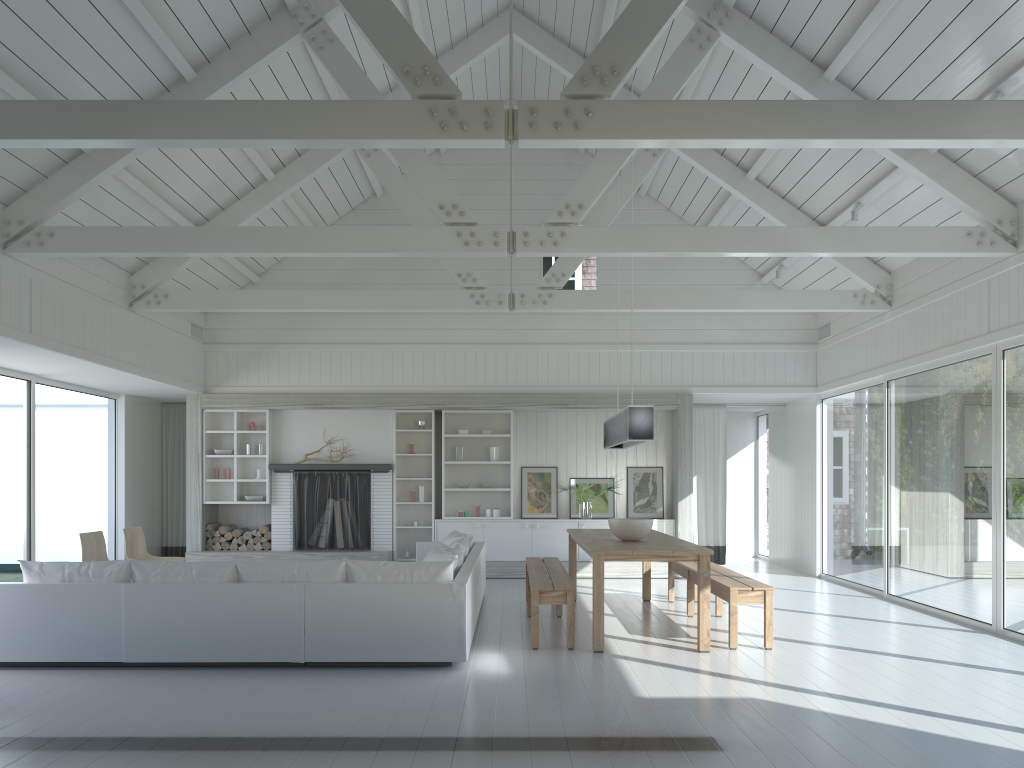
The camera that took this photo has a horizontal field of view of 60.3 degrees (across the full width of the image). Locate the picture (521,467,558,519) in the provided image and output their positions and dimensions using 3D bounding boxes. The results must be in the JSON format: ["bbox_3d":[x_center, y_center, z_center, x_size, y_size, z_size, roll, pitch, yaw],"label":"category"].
[{"bbox_3d":[0.370,1.470,11.912,0.495,0.703,0.065,0,0,0],"label":"picture"}]

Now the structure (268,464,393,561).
[{"bbox_3d":[-2.379,1.732,11.935,1.616,1.286,0.861,0,-2,0],"label":"structure"}]

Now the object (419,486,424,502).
[{"bbox_3d":[-1.211,1.475,11.813,0.072,0.211,0.071,0,-1,-1],"label":"object"}]

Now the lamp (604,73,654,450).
[{"bbox_3d":[1.023,-1.563,7.932,0.200,4.241,1.909,0,-1,0],"label":"lamp"}]

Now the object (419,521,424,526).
[{"bbox_3d":[-1.215,1.871,11.816,0.058,0.061,0.057,0,-3,-1],"label":"object"}]

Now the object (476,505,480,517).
[{"bbox_3d":[-0.457,1.678,11.815,0.054,0.196,0.054,0,0,-1],"label":"object"}]

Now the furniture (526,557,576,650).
[{"bbox_3d":[0.314,1.919,7.979,0.340,0.470,2.691,0,-6,0],"label":"furniture"}]

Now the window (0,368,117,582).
[{"bbox_3d":[-5.195,0.873,7.312,0.080,2.415,8.749,0,-6,0],"label":"window"}]

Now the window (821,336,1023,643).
[{"bbox_3d":[4.061,0.752,6.207,0.080,2.414,10.972,0,-6,0],"label":"window"}]

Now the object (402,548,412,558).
[{"bbox_3d":[-1.405,2.262,11.812,0.137,0.130,0.137,-3,-4,42],"label":"object"}]

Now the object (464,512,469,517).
[{"bbox_3d":[-0.614,1.746,11.826,0.058,0.061,0.057,1,-3,-22],"label":"object"}]

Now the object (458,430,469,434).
[{"bbox_3d":[-0.650,0.651,11.809,0.141,0.066,0.142,0,-5,0],"label":"object"}]

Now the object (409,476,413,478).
[{"bbox_3d":[-1.355,1.247,11.798,0.054,0.025,0.054,0,-5,0],"label":"object"}]

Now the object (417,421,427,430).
[{"bbox_3d":[-1.204,0.556,11.786,0.161,0.124,0.162,-3,-5,32],"label":"object"}]

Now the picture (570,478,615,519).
[{"bbox_3d":[1.084,1.546,11.923,0.609,0.553,0.053,0,0,0],"label":"picture"}]

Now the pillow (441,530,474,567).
[{"bbox_3d":[-0.589,1.764,8.903,0.462,0.476,2.065,0,-6,-8],"label":"pillow"}]

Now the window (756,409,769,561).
[{"bbox_3d":[4.089,1.638,14.248,0.038,2.427,0.947,0,-1,0],"label":"window"}]

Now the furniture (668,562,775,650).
[{"bbox_3d":[1.813,1.919,7.979,0.340,0.470,2.691,0,-6,0],"label":"furniture"}]

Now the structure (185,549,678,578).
[{"bbox_3d":[-1.011,2.436,12.232,6.348,0.346,1.889,0,-6,0],"label":"structure"}]

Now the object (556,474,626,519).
[{"bbox_3d":[1.040,1.473,11.626,0.971,0.629,0.624,0,-3,-2],"label":"object"}]

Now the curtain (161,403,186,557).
[{"bbox_3d":[-4.789,1.453,12.805,0.630,2.369,0.116,0,0,-1],"label":"curtain"}]

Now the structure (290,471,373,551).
[{"bbox_3d":[-2.378,1.670,11.579,1.097,1.063,0.116,0,0,0],"label":"structure"}]

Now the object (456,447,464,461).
[{"bbox_3d":[-0.700,0.941,11.809,0.102,0.196,0.103,0,-1,0],"label":"object"}]

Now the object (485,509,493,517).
[{"bbox_3d":[-0.301,1.733,11.853,0.091,0.095,0.090,-2,-4,34],"label":"object"}]

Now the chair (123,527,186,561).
[{"bbox_3d":[-3.731,1.873,9.092,0.555,0.780,0.596,0,-2,0],"label":"chair"}]

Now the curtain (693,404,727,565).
[{"bbox_3d":[2.663,1.469,12.945,1.006,2.369,0.116,0,0,0],"label":"curtain"}]

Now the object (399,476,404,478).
[{"bbox_3d":[-1.473,1.241,11.744,0.054,0.025,0.054,0,-5,0],"label":"object"}]

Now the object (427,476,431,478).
[{"bbox_3d":[-1.118,1.259,11.907,0.054,0.025,0.054,0,-5,0],"label":"object"}]

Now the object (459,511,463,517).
[{"bbox_3d":[-0.684,1.738,11.799,0.054,0.071,0.054,1,-3,-21],"label":"object"}]

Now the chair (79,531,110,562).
[{"bbox_3d":[-3.787,1.787,8.311,0.555,0.780,0.596,0,-2,0],"label":"chair"}]

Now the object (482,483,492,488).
[{"bbox_3d":[-0.341,1.380,11.951,0.141,0.066,0.142,0,-5,0],"label":"object"}]

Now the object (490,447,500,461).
[{"bbox_3d":[-0.231,0.941,11.809,0.103,0.196,0.103,-1,-2,45],"label":"object"}]

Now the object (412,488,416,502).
[{"bbox_3d":[-1.318,1.483,11.816,0.054,0.196,0.054,0,0,-1],"label":"object"}]

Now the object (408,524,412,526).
[{"bbox_3d":[-1.366,1.890,11.818,0.054,0.025,0.054,0,-5,0],"label":"object"}]

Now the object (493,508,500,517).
[{"bbox_3d":[-0.207,1.717,11.785,0.085,0.111,0.085,-2,-3,35],"label":"object"}]

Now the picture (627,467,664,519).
[{"bbox_3d":[1.801,1.470,11.912,0.495,0.703,0.065,0,0,0],"label":"picture"}]

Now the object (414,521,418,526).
[{"bbox_3d":[-1.289,1.866,11.818,0.054,0.071,0.054,0,-2,-1],"label":"object"}]

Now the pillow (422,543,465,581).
[{"bbox_3d":[-0.628,1.580,7.239,0.466,0.477,1.323,0,-6,-9],"label":"pillow"}]

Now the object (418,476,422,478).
[{"bbox_3d":[-1.236,1.253,11.853,0.054,0.025,0.054,0,-5,0],"label":"object"}]

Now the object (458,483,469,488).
[{"bbox_3d":[-0.650,1.365,11.809,0.141,0.066,0.142,0,-5,0],"label":"object"}]

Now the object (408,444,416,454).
[{"bbox_3d":[-1.343,0.876,11.813,0.137,0.130,0.137,-3,-4,42],"label":"object"}]

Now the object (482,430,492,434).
[{"bbox_3d":[-0.341,0.666,11.951,0.141,0.066,0.142,0,-5,0],"label":"object"}]
